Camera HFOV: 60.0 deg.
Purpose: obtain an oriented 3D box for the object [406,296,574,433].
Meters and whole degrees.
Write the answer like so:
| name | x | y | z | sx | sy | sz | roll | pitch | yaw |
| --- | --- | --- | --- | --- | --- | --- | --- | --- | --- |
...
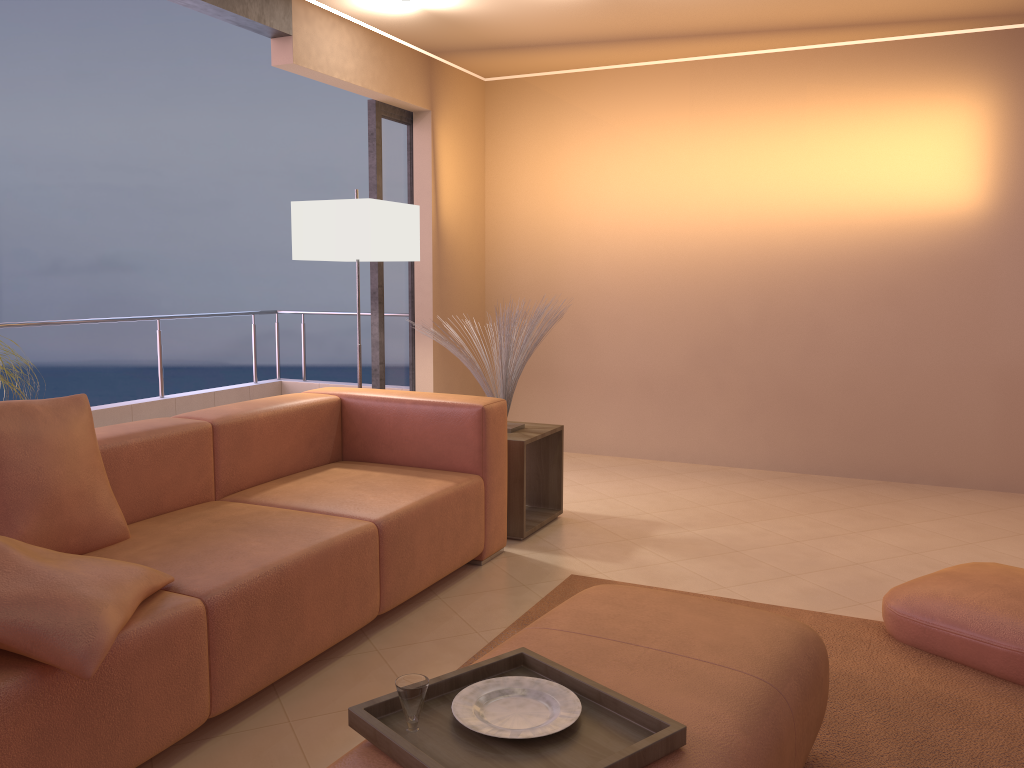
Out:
| name | x | y | z | sx | sy | sz | roll | pitch | yaw |
| --- | --- | --- | --- | --- | --- | --- | --- | --- | --- |
| object | -0.112 | -0.108 | 4.151 | 0.703 | 0.634 | 0.700 | -2 | 7 | -19 |

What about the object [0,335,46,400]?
| name | x | y | z | sx | sy | sz | roll | pitch | yaw |
| --- | --- | --- | --- | --- | --- | --- | --- | --- | --- |
| object | -1.996 | 0.249 | 3.008 | 0.729 | 1.088 | 0.703 | -1 | 7 | -6 |

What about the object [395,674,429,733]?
| name | x | y | z | sx | sy | sz | roll | pitch | yaw |
| --- | --- | --- | --- | --- | --- | --- | --- | --- | --- |
| object | -0.177 | 0.573 | 1.579 | 0.061 | 0.091 | 0.061 | 1 | 7 | 9 |

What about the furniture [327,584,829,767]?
| name | x | y | z | sx | sy | sz | roll | pitch | yaw |
| --- | --- | --- | --- | --- | --- | --- | --- | --- | --- |
| furniture | 0.172 | 0.748 | 1.788 | 0.685 | 0.301 | 1.291 | 4 | 8 | 30 |

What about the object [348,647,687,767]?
| name | x | y | z | sx | sy | sz | roll | pitch | yaw |
| --- | --- | --- | --- | --- | --- | --- | --- | --- | --- |
| object | 0.004 | 0.607 | 1.574 | 0.421 | 0.034 | 0.436 | -5 | 9 | -40 |

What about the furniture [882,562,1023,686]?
| name | x | y | z | sx | sy | sz | roll | pitch | yaw |
| --- | --- | --- | --- | --- | --- | --- | --- | --- | --- |
| furniture | 1.627 | 0.746 | 2.857 | 0.699 | 0.226 | 0.659 | -5 | 8 | -35 |

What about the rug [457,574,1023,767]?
| name | x | y | z | sx | sy | sz | roll | pitch | yaw |
| --- | --- | --- | --- | --- | --- | --- | --- | --- | --- |
| rug | 0.513 | 0.935 | 1.909 | 1.833 | 0.005 | 2.626 | 3 | 7 | 25 |

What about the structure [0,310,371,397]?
| name | x | y | z | sx | sy | sz | roll | pitch | yaw |
| --- | --- | --- | --- | --- | --- | --- | --- | --- | --- |
| structure | -1.946 | -0.047 | 4.750 | 1.663 | 0.541 | 4.176 | 3 | 7 | 25 |

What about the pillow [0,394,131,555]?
| name | x | y | z | sx | sy | sz | roll | pitch | yaw |
| --- | --- | --- | --- | --- | --- | --- | --- | --- | --- |
| pillow | -1.285 | 0.256 | 2.416 | 0.211 | 0.468 | 0.470 | 3 | 7 | 20 |

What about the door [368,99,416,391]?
| name | x | y | z | sx | sy | sz | roll | pitch | yaw |
| --- | --- | --- | --- | --- | --- | --- | --- | --- | --- |
| door | -0.698 | -0.564 | 5.361 | 0.056 | 2.160 | 0.480 | 3 | 7 | 25 |

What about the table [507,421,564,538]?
| name | x | y | z | sx | sy | sz | roll | pitch | yaw |
| --- | --- | --- | --- | --- | --- | --- | --- | --- | --- |
| table | -0.037 | 0.428 | 4.178 | 0.415 | 0.436 | 0.469 | 3 | 7 | 25 |

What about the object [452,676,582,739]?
| name | x | y | z | sx | sy | sz | roll | pitch | yaw |
| --- | --- | --- | --- | --- | --- | --- | --- | --- | --- |
| object | 0.009 | 0.602 | 1.640 | 0.240 | 0.018 | 0.240 | -1 | 7 | -11 |

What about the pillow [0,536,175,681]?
| name | x | y | z | sx | sy | sz | roll | pitch | yaw |
| --- | --- | --- | --- | --- | --- | --- | --- | --- | --- |
| pillow | -1.082 | 0.410 | 1.954 | 0.514 | 0.292 | 0.517 | -1 | 7 | -6 |

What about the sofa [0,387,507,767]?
| name | x | y | z | sx | sy | sz | roll | pitch | yaw |
| --- | --- | --- | --- | --- | --- | --- | --- | --- | --- |
| sofa | -1.000 | 0.499 | 2.702 | 0.943 | 0.672 | 2.781 | 3 | 7 | 25 |

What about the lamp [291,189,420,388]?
| name | x | y | z | sx | sy | sz | roll | pitch | yaw |
| --- | --- | --- | --- | --- | --- | --- | --- | --- | --- |
| lamp | -0.765 | -0.171 | 4.442 | 0.454 | 1.578 | 0.454 | 3 | 7 | 25 |
